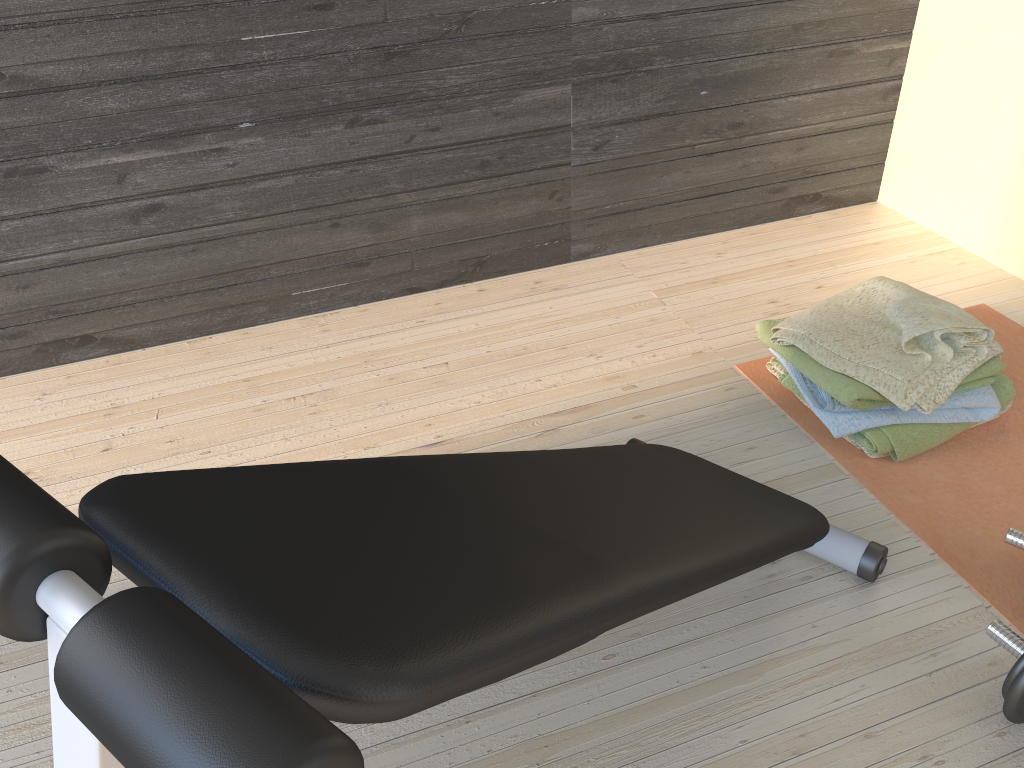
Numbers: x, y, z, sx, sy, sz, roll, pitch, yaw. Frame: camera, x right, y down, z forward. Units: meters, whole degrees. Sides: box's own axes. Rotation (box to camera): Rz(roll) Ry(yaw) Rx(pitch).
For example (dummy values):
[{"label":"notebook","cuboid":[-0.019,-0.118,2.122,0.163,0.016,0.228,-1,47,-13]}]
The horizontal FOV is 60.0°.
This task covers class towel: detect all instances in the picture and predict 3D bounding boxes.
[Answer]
[{"label":"towel","cuboid":[0.758,-0.073,1.873,0.371,0.085,0.376,-10,35,-12]},{"label":"towel","cuboid":[0.800,-0.007,1.884,0.367,0.081,0.380,-15,36,-17]},{"label":"towel","cuboid":[0.802,0.000,1.914,0.371,0.044,0.376,-14,36,-16]},{"label":"towel","cuboid":[0.776,-0.033,1.877,0.383,0.078,0.383,-3,34,-2]},{"label":"towel","cuboid":[0.781,-0.111,1.830,0.373,0.123,0.384,-24,40,-28]}]

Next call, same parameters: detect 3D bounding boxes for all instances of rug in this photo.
[{"label":"rug","cuboid":[1.326,0.603,1.044,0.716,0.002,2.779,-13,36,-15]}]

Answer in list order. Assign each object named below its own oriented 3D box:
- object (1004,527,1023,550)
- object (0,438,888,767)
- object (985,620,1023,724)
[{"label":"object","cuboid":[0.944,0.311,1.327,0.385,0.176,0.176,25,43,34]},{"label":"object","cuboid":[0.014,0.222,1.015,0.505,0.746,1.312,23,42,32]},{"label":"object","cuboid":[0.792,0.447,1.155,0.176,0.176,0.385,-19,38,-22]}]
